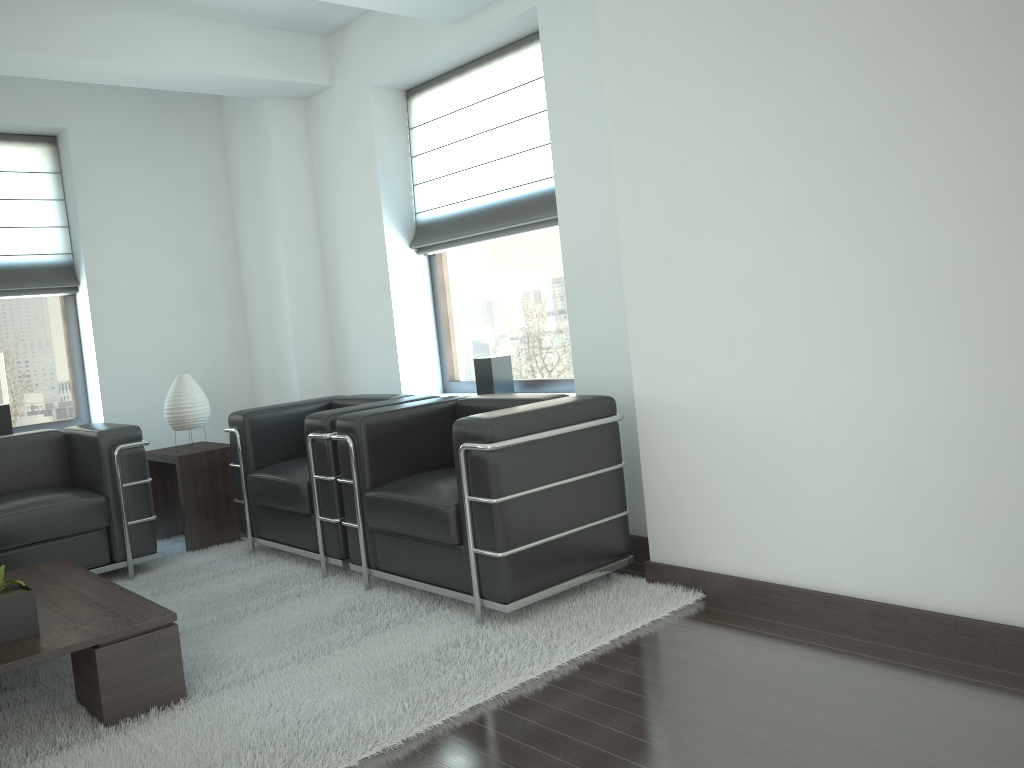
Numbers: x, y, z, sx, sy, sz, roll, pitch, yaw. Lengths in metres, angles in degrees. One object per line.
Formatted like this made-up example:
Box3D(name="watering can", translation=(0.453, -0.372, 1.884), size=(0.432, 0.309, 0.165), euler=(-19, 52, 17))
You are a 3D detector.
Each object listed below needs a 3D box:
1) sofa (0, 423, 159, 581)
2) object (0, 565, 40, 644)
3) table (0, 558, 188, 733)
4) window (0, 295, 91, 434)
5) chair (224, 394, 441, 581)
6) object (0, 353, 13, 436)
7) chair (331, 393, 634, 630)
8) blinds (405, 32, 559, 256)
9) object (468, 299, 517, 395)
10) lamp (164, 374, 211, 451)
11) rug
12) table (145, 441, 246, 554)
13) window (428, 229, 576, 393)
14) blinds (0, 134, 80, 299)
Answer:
Box3D(name="sofa", translation=(-4.305, 1.094, 5.938), size=(3.485, 1.168, 1.122), euler=(-10, 5, -41))
Box3D(name="object", translation=(-2.431, 0.683, 4.120), size=(0.253, 0.991, 0.335), euler=(-8, 4, -41))
Box3D(name="table", translation=(-2.924, 1.441, 4.303), size=(1.941, 0.440, 1.919), euler=(-10, 6, -41))
Box3D(name="window", translation=(-4.795, -0.836, 7.812), size=(1.704, 2.728, 0.146), euler=(-9, 4, -41))
Box3D(name="chair", translation=(-1.333, 0.719, 6.811), size=(1.126, 1.169, 1.645), euler=(-9, 5, -41))
Box3D(name="object", translation=(-4.516, 0.128, 7.697), size=(0.239, 0.775, 0.243), euler=(-8, 4, -41))
Box3D(name="chair", translation=(-0.225, 0.701, 5.543), size=(1.126, 1.169, 1.645), euler=(-9, 5, -41))
Box3D(name="blinds", translation=(-0.198, -1.893, 7.124), size=(0.223, 1.474, 2.122), euler=(-8, 4, -41))
Box3D(name="object", translation=(-0.167, -0.281, 7.134), size=(0.239, 0.775, 0.243), euler=(-8, 4, -41))
Box3D(name="lamp", translation=(-2.769, 0.233, 7.559), size=(0.375, 0.654, 0.375), euler=(-7, 3, -12))
Box3D(name="rug", translation=(-2.920, 1.588, 4.862), size=(6.267, 0.110, 5.165), euler=(-10, 6, -41))
Box3D(name="table", translation=(-2.719, 0.971, 7.648), size=(0.527, 0.844, 0.785), euler=(-9, 4, -41))
Box3D(name="window", translation=(-0.010, -1.291, 7.265), size=(0.146, 2.728, 2.130), euler=(-8, 4, -41))
Box3D(name="blinds", translation=(-4.749, -1.462, 7.669), size=(1.690, 1.474, 0.222), euler=(-9, 4, -41))
